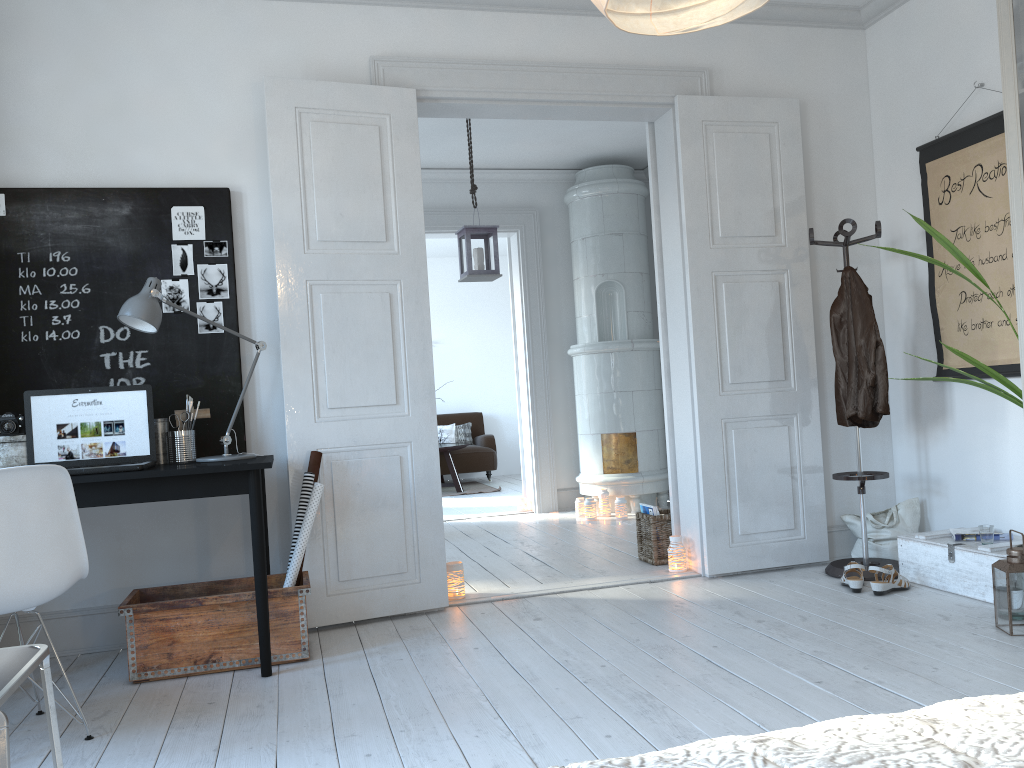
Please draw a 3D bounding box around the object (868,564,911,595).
[{"bbox_3d":[1.634,0.828,3.823,0.272,0.126,0.099,-3,-1,-42],"label":"object"}]

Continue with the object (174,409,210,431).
[{"bbox_3d":[-1.284,0.207,3.587,0.138,0.209,0.034,-3,0,-34],"label":"object"}]

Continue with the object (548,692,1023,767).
[{"bbox_3d":[0.219,0.348,0.697,1.460,0.104,0.405,-3,-1,-15],"label":"object"}]

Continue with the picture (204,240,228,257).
[{"bbox_3d":[-1.258,-0.577,3.768,0.095,0.071,0.001,-3,0,-14],"label":"picture"}]

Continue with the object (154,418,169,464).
[{"bbox_3d":[-1.418,0.234,3.570,0.079,0.188,0.079,-3,0,-36],"label":"object"}]

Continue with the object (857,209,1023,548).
[{"bbox_3d":[1.877,0.084,3.292,1.044,1.554,0.289,-4,0,15],"label":"object"}]

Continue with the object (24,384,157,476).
[{"bbox_3d":[-1.543,0.165,3.182,0.445,0.315,0.325,-3,-1,-14],"label":"object"}]

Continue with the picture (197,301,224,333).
[{"bbox_3d":[-1.278,-0.284,3.756,0.103,0.136,0.001,-4,0,-14],"label":"picture"}]

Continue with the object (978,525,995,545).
[{"bbox_3d":[1.949,0.623,3.638,0.060,0.081,0.060,-4,-1,40],"label":"object"}]

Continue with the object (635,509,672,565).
[{"bbox_3d":[0.850,0.832,4.857,0.270,0.265,0.224,-3,-1,-14],"label":"object"}]

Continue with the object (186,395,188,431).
[{"bbox_3d":[-1.300,0.176,3.544,0.008,0.267,0.060,-4,0,2],"label":"object"}]

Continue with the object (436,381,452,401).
[{"bbox_3d":[-1.032,0.159,9.711,0.845,1.066,0.526,-3,-1,-44],"label":"object"}]

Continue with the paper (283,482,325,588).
[{"bbox_3d":[-0.848,0.709,3.470,0.283,0.626,0.041,-3,0,-36],"label":"paper"}]

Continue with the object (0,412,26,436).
[{"bbox_3d":[-1.864,0.147,3.273,0.137,0.087,0.073,-3,-1,-14],"label":"object"}]

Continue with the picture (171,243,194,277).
[{"bbox_3d":[-1.386,-0.523,3.734,0.083,0.146,0.002,-4,0,-14],"label":"picture"}]

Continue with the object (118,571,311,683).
[{"bbox_3d":[-1.101,0.914,3.369,0.664,0.282,0.339,-3,-1,-14],"label":"object"}]

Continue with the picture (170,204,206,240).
[{"bbox_3d":[-1.364,-0.685,3.742,0.147,0.154,0.004,-3,0,-14],"label":"picture"}]

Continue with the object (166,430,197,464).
[{"bbox_3d":[-1.312,0.250,3.523,0.108,0.128,0.108,-4,-1,1],"label":"object"}]

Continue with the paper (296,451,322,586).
[{"bbox_3d":[-0.859,0.653,3.602,0.048,0.747,0.297,-4,0,31],"label":"paper"}]

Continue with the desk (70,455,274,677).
[{"bbox_3d":[-1.461,0.698,3.281,1.159,0.759,0.651,-3,-1,-14],"label":"desk"}]

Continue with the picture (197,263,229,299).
[{"bbox_3d":[-1.268,-0.438,3.762,0.121,0.153,0.002,-4,0,-14],"label":"picture"}]

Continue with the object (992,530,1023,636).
[{"bbox_3d":[1.780,0.692,3.112,0.132,0.351,0.137,-4,0,8],"label":"object"}]

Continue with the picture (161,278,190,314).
[{"bbox_3d":[-1.413,-0.369,3.723,0.107,0.150,0.001,-4,0,-14],"label":"picture"}]

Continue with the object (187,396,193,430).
[{"bbox_3d":[-1.295,0.179,3.545,0.012,0.264,0.062,-4,0,28],"label":"object"}]

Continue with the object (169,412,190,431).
[{"bbox_3d":[-1.328,0.211,3.532,0.081,0.198,0.050,-4,0,11],"label":"object"}]

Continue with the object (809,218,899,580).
[{"bbox_3d":[1.633,0.068,4.217,0.374,1.658,0.374,-4,0,-7],"label":"object"}]

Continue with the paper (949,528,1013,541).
[{"bbox_3d":[2.014,0.647,3.815,0.222,0.031,0.175,-4,-1,18],"label":"paper"}]

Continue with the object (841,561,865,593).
[{"bbox_3d":[1.511,0.839,3.937,0.099,0.126,0.272,-4,-1,18],"label":"object"}]

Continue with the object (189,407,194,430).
[{"bbox_3d":[-1.289,0.200,3.536,0.009,0.222,0.082,-4,0,15],"label":"object"}]

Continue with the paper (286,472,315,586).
[{"bbox_3d":[-0.865,0.694,3.527,0.043,0.669,0.266,-4,0,31],"label":"paper"}]

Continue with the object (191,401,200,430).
[{"bbox_3d":[-1.277,0.190,3.534,0.084,0.240,0.009,-3,0,-37],"label":"object"}]
